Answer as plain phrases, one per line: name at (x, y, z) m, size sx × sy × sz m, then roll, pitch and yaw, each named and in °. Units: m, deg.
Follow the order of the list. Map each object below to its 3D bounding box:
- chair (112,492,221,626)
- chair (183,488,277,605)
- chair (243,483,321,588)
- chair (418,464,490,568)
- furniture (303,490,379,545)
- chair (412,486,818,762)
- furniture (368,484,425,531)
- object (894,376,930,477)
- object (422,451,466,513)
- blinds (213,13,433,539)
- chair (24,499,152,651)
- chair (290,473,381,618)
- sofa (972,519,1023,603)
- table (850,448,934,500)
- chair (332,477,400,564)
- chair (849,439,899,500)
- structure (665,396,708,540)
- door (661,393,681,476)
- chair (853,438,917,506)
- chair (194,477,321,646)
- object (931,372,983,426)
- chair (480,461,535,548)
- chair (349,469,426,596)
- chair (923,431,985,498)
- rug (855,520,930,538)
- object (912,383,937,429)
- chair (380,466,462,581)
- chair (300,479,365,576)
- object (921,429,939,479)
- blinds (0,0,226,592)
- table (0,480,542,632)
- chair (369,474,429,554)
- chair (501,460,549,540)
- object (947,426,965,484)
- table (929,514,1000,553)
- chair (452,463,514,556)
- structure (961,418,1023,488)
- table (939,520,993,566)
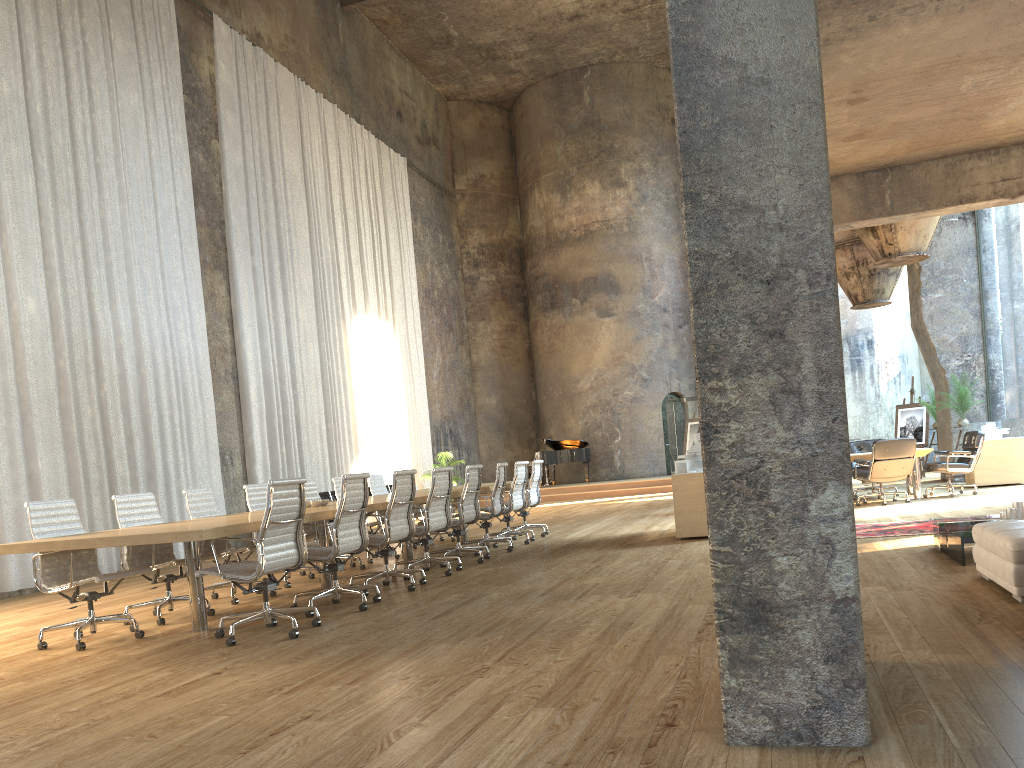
chair at (-2.753, 1.369, 7.056) m, size 0.702 × 1.028 × 0.662 m, roll -5°, pitch 0°, yaw 25°
chair at (-2.502, 1.423, 7.873) m, size 0.701 × 1.028 × 0.662 m, roll -5°, pitch 0°, yaw 16°
chair at (-2.241, 1.484, 8.767) m, size 0.702 × 1.028 × 0.662 m, roll -5°, pitch 0°, yaw 22°
chair at (-0.620, 1.388, 9.286) m, size 0.702 × 1.028 × 0.662 m, roll -5°, pitch 0°, yaw 22°
furniture at (-2.897, 2.200, 14.809) m, size 0.711 × 0.842 × 1.867 m, roll -5°, pitch -4°, yaw 17°
chair at (1.511, 1.397, 11.347) m, size 12.996 × 1.032 × 31.433 m, roll -7°, pitch -6°, yaw 17°
furniture at (-2.199, 2.351, 17.088) m, size 0.711 × 0.842 × 1.867 m, roll -5°, pitch -4°, yaw 17°
object at (8.378, 0.901, 18.363) m, size 0.679 × 2.152 × 0.704 m, roll -7°, pitch 2°, yaw -44°
object at (-1.535, 2.312, 20.549) m, size 1.093 × 1.460 × 1.126 m, roll -5°, pitch -1°, yaw 8°
blinds at (-3.343, -1.449, 17.961) m, size 0.276 × 8.662 × 7.800 m, roll -4°, pitch -1°, yaw 18°
chair at (-2.978, 1.311, 6.223) m, size 0.702 × 1.028 × 0.662 m, roll -5°, pitch 0°, yaw 22°
chair at (-1.407, 1.216, 6.711) m, size 0.701 × 1.028 × 0.662 m, roll -5°, pitch 0°, yaw 20°
sofa at (4.034, 0.788, 5.736) m, size 2.071 × 0.722 × 2.922 m, roll -6°, pitch -5°, yaw 17°
table at (4.818, 1.405, 12.926) m, size 2.418 × 0.701 × 1.102 m, roll -7°, pitch -3°, yaw 17°
chair at (-1.720, 1.597, 10.466) m, size 0.702 × 1.028 × 0.662 m, roll -5°, pitch 0°, yaw 22°
chair at (5.521, 1.301, 13.496) m, size 0.732 × 0.894 × 0.818 m, roll -5°, pitch -1°, yaw 18°
structure at (2.122, 0.933, 9.842) m, size 0.596 × 1.551 × 0.739 m, roll -5°, pitch 1°, yaw 17°
door at (4.512, 1.384, 24.505) m, size 0.898 × 2.302 × 0.091 m, roll -6°, pitch 2°, yaw -25°
chair at (5.093, 1.209, 12.112) m, size 0.728 × 0.894 × 0.823 m, roll -5°, pitch -1°, yaw -9°
chair at (-1.686, 1.156, 5.806) m, size 0.702 × 1.028 × 0.662 m, roll -5°, pitch 0°, yaw 23°
object at (7.507, 0.259, 14.857) m, size 0.862 × 0.942 × 0.685 m, roll -6°, pitch 0°, yaw 20°
chair at (-0.100, 1.501, 10.995) m, size 0.702 × 1.028 × 0.662 m, roll -5°, pitch 0°, yaw 25°
chair at (-1.140, 1.275, 7.587) m, size 0.702 × 1.028 × 0.662 m, roll -5°, pitch 0°, yaw 22°
chair at (6.228, 1.142, 12.477) m, size 0.822 × 0.894 × 0.728 m, roll -5°, pitch -1°, yaw 11°
rug at (4.322, 1.395, 8.677) m, size 2.471 × 0.009 × 1.343 m, roll -7°, pitch -6°, yaw 17°
object at (8.246, 0.413, 17.199) m, size 0.692 × 0.942 × 0.854 m, roll -5°, pitch -1°, yaw 38°
chair at (-0.880, 1.332, 8.446) m, size 0.702 × 1.028 × 0.662 m, roll -5°, pitch 0°, yaw 25°
chair at (-1.980, 1.539, 9.607) m, size 0.702 × 1.028 × 0.662 m, roll -5°, pitch 0°, yaw 25°
object at (8.376, 1.353, 17.197) m, size 0.660 × 0.975 × 0.568 m, roll -5°, pitch 0°, yaw 11°
blinds at (-5.871, -1.997, 9.709) m, size 0.276 × 8.662 × 7.800 m, roll -4°, pitch -1°, yaw 18°
table at (-1.434, 1.574, 9.109) m, size 1.606 × 0.759 × 7.697 m, roll -6°, pitch -5°, yaw 17°
chair at (-1.454, 1.655, 11.343) m, size 0.701 × 1.028 × 0.662 m, roll -5°, pitch 0°, yaw 20°
chair at (0.119, 1.560, 11.830) m, size 0.702 × 1.028 × 0.662 m, roll -5°, pitch 0°, yaw 22°
object at (7.717, 1.185, 14.775) m, size 0.654 × 0.974 × 0.573 m, roll -5°, pitch 0°, yaw -37°
table at (3.775, 1.161, 6.883) m, size 0.863 × 0.247 × 0.369 m, roll -7°, pitch -3°, yaw 17°
chair at (-0.342, 1.446, 10.175) m, size 0.701 × 1.028 × 0.662 m, roll -5°, pitch 0°, yaw 16°
structure at (7.554, 1.083, 13.768) m, size 0.737 × 1.017 × 0.740 m, roll -5°, pitch 0°, yaw 17°
table at (3.670, 1.159, 6.532) m, size 0.793 × 0.203 × 1.108 m, roll -7°, pitch -5°, yaw 17°
